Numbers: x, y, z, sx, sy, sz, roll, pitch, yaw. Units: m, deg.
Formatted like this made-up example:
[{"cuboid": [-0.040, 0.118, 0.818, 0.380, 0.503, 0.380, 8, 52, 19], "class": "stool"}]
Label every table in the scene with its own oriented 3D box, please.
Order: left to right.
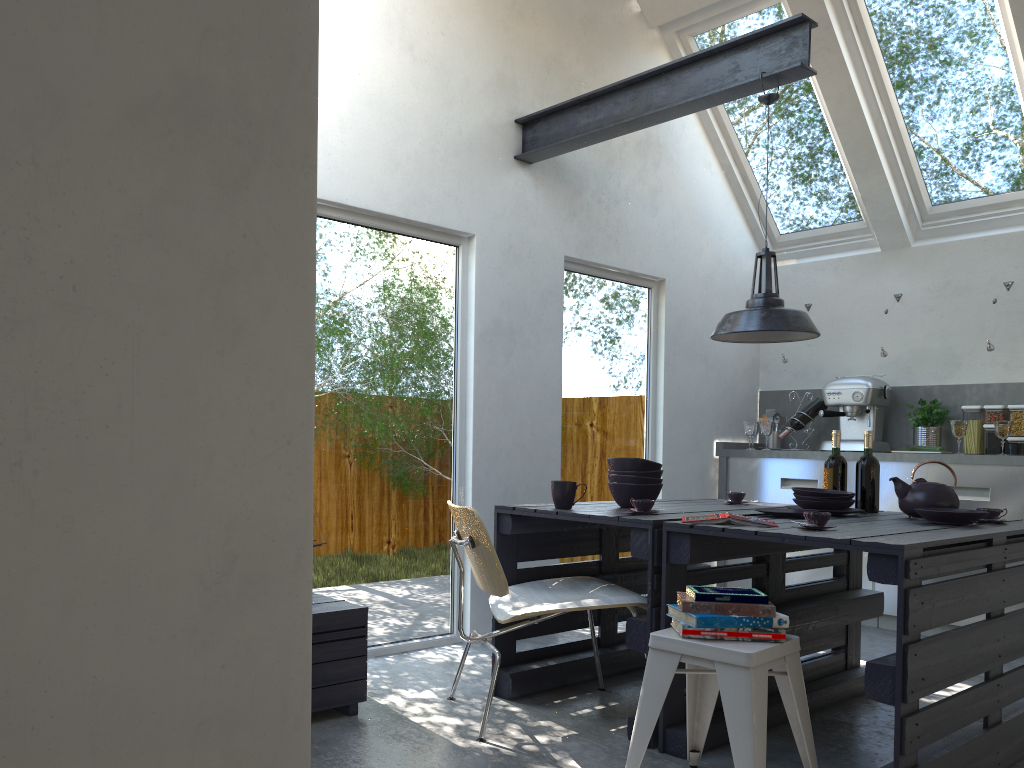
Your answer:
[{"cuboid": [-1.063, 1.040, 3.264, 0.873, 0.415, 0.556, 4, -4, -42], "class": "table"}, {"cuboid": [1.019, 0.911, 3.479, 1.418, 0.797, 1.701, 4, -4, -43], "class": "table"}]

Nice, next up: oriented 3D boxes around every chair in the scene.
[{"cuboid": [0.131, 0.870, 3.362, 0.756, 0.819, 0.711, 2, -1, -12], "class": "chair"}, {"cuboid": [0.622, 0.991, 2.578, 0.446, 0.504, 0.411, 0, -2, 42], "class": "chair"}]

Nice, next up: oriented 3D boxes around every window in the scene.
[{"cuboid": [-0.610, 0.271, 4.303, 0.927, 2.129, 0.063, 1, 1, -42], "class": "window"}, {"cuboid": [0.560, 0.373, 5.358, 0.927, 2.129, 0.063, 1, 1, -42], "class": "window"}, {"cuboid": [1.710, -1.600, 5.617, 1.398, 1.397, 0.882, 3, -1, -42], "class": "window"}, {"cuboid": [2.421, -1.645, 4.846, 1.391, 1.390, 0.882, 3, -1, -42], "class": "window"}]

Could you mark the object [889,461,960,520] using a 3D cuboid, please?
[{"cuboid": [1.634, 0.416, 3.434, 0.205, 0.232, 0.225, 2, -2, -41], "class": "object"}]

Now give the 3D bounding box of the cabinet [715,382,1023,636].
[{"cuboid": [2.617, 0.720, 5.057, 0.535, 1.477, 3.027, 1, -2, -43], "class": "cabinet"}]

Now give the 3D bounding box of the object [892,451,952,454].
[{"cuboid": [2.390, 0.399, 5.106, 0.278, 0.012, 0.170, -3, -6, 45], "class": "object"}]

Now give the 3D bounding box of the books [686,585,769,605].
[{"cuboid": [0.633, 0.624, 2.589, 0.207, 0.025, 0.142, 1, -4, 5], "class": "books"}]

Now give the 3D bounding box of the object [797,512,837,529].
[{"cuboid": [0.992, 0.442, 2.843, 0.110, 0.056, 0.123, 3, -4, -35], "class": "object"}]

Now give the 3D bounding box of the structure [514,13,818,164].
[{"cuboid": [0.284, -1.320, 4.495, 0.128, 0.208, 2.679, 2, -3, -43], "class": "structure"}]

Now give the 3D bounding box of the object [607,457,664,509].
[{"cuboid": [0.511, 0.411, 3.636, 0.201, 0.214, 0.205, 3, -2, -41], "class": "object"}]

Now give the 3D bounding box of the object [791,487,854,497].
[{"cuboid": [1.252, 0.452, 3.533, 0.216, 0.058, 0.243, 5, -5, -43], "class": "object"}]

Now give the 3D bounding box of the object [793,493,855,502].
[{"cuboid": [1.257, 0.476, 3.527, 0.216, 0.063, 0.242, 4, -5, -38], "class": "object"}]

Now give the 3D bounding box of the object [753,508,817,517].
[{"cuboid": [1.053, 0.496, 3.369, 0.221, 0.019, 0.248, 5, -5, -38], "class": "object"}]

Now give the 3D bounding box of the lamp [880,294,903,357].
[{"cuboid": [2.381, -0.373, 5.484, 0.062, 0.435, 0.320, 2, 0, 37], "class": "lamp"}]

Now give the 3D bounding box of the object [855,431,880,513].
[{"cuboid": [1.497, 0.368, 3.682, 0.090, 0.345, 0.092, 1, 1, -9], "class": "object"}]

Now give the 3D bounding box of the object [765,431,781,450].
[{"cuboid": [1.820, 0.397, 6.105, 0.107, 0.132, 0.107, 1, -1, -1], "class": "object"}]

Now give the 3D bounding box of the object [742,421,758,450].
[{"cuboid": [1.598, 0.347, 5.874, 0.104, 0.192, 0.092, 1, 0, 41], "class": "object"}]

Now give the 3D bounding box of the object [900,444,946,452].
[{"cuboid": [2.375, 0.376, 5.121, 0.135, 0.053, 0.290, 3, -4, -28], "class": "object"}]

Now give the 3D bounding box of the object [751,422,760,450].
[{"cuboid": [1.653, 0.357, 5.999, 0.102, 0.192, 0.094, 1, 0, 18], "class": "object"}]

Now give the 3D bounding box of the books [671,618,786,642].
[{"cuboid": [0.632, 0.720, 2.589, 0.288, 0.035, 0.196, 1, -4, 5], "class": "books"}]

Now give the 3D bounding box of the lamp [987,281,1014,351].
[{"cuboid": [2.796, -0.394, 5.033, 0.313, 0.437, 0.063, 2, 0, -42], "class": "lamp"}]

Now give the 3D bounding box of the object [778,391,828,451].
[{"cuboid": [1.899, 0.247, 5.830, 0.324, 0.394, 0.239, 2, 0, -13], "class": "object"}]

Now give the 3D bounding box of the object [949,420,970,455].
[{"cuboid": [2.504, 0.299, 4.899, 0.100, 0.192, 0.097, 1, 0, 6], "class": "object"}]

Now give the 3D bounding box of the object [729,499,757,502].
[{"cuboid": [1.084, 0.550, 4.102, 0.138, 0.013, 0.026, -1, -4, 26], "class": "object"}]

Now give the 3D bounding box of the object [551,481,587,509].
[{"cuboid": [0.218, 0.443, 3.486, 0.137, 0.109, 0.095, 0, -2, 39], "class": "object"}]

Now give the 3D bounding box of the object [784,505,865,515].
[{"cuboid": [1.257, 0.513, 3.530, 0.290, 0.024, 0.302, 2, -4, -11], "class": "object"}]

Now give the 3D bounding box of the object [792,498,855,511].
[{"cuboid": [1.255, 0.492, 3.528, 0.229, 0.047, 0.230, 1, -4, -2], "class": "object"}]

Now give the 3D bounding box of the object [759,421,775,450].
[{"cuboid": [1.704, 0.348, 5.856, 0.095, 0.192, 0.102, 1, 0, -20], "class": "object"}]

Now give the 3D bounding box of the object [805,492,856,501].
[{"cuboid": [1.258, 0.464, 3.530, 0.215, 0.063, 0.243, 4, -5, -38], "class": "object"}]

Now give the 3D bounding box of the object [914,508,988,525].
[{"cuboid": [1.594, 0.482, 3.181, 0.229, 0.047, 0.230, 1, -4, -2], "class": "object"}]

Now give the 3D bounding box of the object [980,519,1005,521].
[{"cuboid": [1.785, 0.506, 3.242, 0.125, 0.013, 0.029, 4, -4, -29], "class": "object"}]

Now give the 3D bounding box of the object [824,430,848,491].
[{"cuboid": [1.397, 0.373, 3.776, 0.090, 0.345, 0.092, 1, 1, -4], "class": "object"}]

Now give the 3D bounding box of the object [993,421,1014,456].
[{"cuboid": [2.726, 0.301, 4.856, 0.104, 0.192, 0.093, 1, 0, 36], "class": "object"}]

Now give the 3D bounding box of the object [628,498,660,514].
[{"cuboid": [0.498, 0.463, 3.308, 0.123, 0.056, 0.110, -1, -4, 35], "class": "object"}]

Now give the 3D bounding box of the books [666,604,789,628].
[{"cuboid": [0.632, 0.685, 2.589, 0.279, 0.033, 0.202, 2, -4, -10], "class": "books"}]

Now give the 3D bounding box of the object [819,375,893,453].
[{"cuboid": [2.173, 0.185, 5.547, 0.403, 0.500, 0.380, 2, -1, -43], "class": "object"}]

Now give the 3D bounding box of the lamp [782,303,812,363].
[{"cuboid": [1.935, -0.349, 5.955, 0.313, 0.437, 0.063, 2, 0, -42], "class": "lamp"}]

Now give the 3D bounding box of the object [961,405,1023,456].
[{"cuboid": [2.823, 0.273, 5.098, 0.100, 0.294, 0.362, 1, -1, -43], "class": "object"}]

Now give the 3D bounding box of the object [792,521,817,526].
[{"cuboid": [0.952, 0.459, 2.863, 0.027, 0.013, 0.136, 2, -4, -19], "class": "object"}]

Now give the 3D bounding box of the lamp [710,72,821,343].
[{"cuboid": [1.065, -0.742, 3.658, 0.405, 1.097, 0.457, 1, 0, -43], "class": "lamp"}]

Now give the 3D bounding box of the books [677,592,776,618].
[{"cuboid": [0.628, 0.653, 2.592, 0.260, 0.032, 0.171, 1, -4, 10], "class": "books"}]

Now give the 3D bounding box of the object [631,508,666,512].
[{"cuboid": [0.519, 0.483, 3.341, 0.131, 0.013, 0.028, 2, -3, -3], "class": "object"}]

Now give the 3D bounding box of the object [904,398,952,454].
[{"cuboid": [2.521, 0.255, 5.317, 0.249, 0.342, 0.249, 1, -1, 0], "class": "object"}]

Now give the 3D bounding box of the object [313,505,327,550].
[{"cuboid": [-0.998, 0.340, 3.188, 0.744, 0.991, 0.149, 2, 0, -42], "class": "object"}]

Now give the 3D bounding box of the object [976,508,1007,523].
[{"cuboid": [1.789, 0.492, 3.283, 0.123, 0.056, 0.109, -1, -4, 40], "class": "object"}]

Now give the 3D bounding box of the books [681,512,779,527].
[{"cuboid": [0.746, 0.463, 3.017, 0.315, 0.030, 0.216, 0, -4, 16], "class": "books"}]

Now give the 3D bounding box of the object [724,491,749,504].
[{"cuboid": [1.047, 0.532, 4.085, 0.123, 0.056, 0.110, -1, -4, 35], "class": "object"}]
